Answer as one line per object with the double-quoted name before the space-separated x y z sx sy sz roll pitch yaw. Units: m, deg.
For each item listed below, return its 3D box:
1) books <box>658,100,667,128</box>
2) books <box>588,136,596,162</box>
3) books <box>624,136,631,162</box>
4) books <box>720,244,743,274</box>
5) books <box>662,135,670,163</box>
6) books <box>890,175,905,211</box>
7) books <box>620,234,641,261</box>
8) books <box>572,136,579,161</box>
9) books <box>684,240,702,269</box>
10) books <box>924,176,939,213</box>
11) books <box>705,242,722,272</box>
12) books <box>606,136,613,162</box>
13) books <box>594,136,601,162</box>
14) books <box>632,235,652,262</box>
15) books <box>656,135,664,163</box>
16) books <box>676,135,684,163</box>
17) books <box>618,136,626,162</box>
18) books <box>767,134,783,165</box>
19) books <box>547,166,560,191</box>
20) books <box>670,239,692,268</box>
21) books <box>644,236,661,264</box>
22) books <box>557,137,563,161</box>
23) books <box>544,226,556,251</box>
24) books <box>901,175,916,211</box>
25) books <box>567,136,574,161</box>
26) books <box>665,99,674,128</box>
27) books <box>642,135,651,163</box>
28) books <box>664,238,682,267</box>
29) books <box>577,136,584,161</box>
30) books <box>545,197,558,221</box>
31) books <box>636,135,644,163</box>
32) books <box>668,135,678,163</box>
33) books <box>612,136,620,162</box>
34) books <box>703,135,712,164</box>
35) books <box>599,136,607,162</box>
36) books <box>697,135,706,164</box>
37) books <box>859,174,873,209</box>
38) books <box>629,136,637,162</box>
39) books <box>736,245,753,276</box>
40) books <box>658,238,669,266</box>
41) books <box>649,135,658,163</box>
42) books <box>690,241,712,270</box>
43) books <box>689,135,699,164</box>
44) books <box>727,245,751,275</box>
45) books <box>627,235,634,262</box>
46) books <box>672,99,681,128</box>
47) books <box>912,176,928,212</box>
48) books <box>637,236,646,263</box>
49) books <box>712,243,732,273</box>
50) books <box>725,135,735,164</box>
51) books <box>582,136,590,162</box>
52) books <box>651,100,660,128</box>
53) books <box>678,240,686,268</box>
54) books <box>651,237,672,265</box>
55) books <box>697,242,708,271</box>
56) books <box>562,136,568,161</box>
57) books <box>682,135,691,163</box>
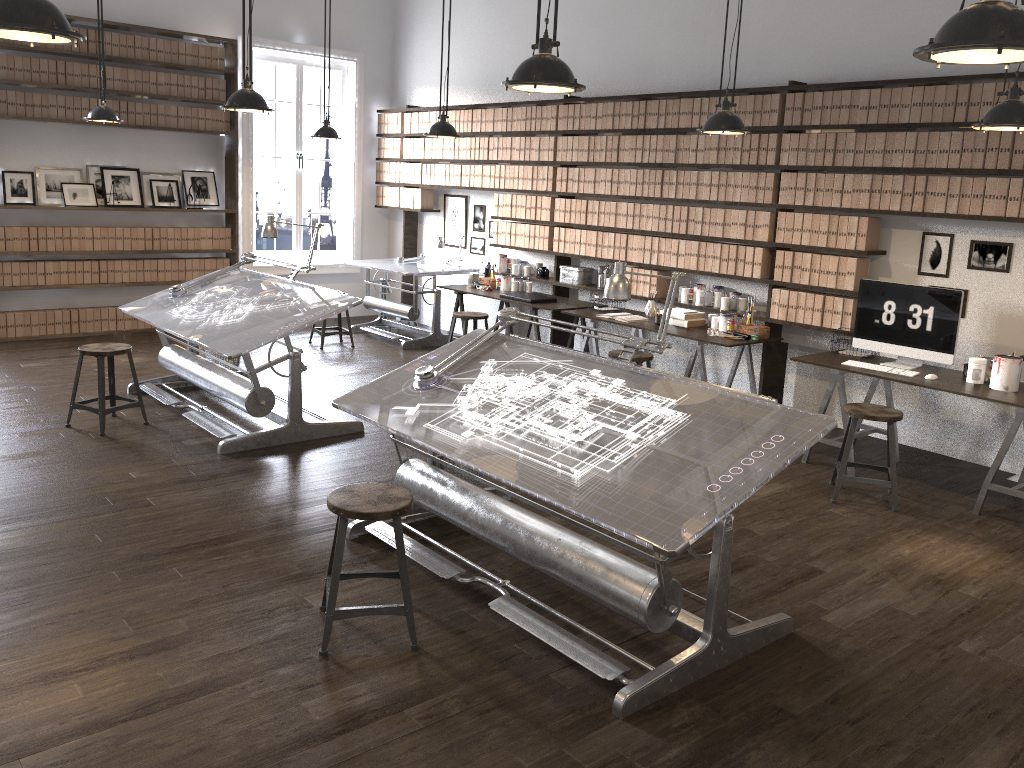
"books" 1.267 -2.170 7.148 0.175 0.223 0.067 -7 14 -40
"books" 0.759 -2.056 7.778 0.175 0.223 0.067 -7 14 -40
"books" 1.032 -1.970 7.456 0.175 0.223 0.067 -7 14 -40
"books" 1.682 -0.959 6.793 0.175 0.223 0.067 -7 14 -40
"books" 1.300 -1.886 7.143 0.175 0.223 0.067 -7 14 -40
"books" 2.531 -1.233 5.730 0.175 0.223 0.067 -7 14 -40
"books" 1.011 -1.168 7.570 0.175 0.224 0.067 -7 14 -40
"books" 0.630 -2.095 7.924 0.175 0.223 0.067 -7 14 -40
"books" 1.458 -1.029 7.053 0.175 0.223 0.067 -6 14 -40
"books" 2.676 -1.189 5.568 0.175 0.223 0.067 -7 14 -40
"books" 1.590 -0.988 6.900 0.175 0.223 0.067 -6 14 -40
"books" 0.896 -2.013 7.619 0.175 0.223 0.067 -6 14 -40
"books" 0.804 -2.042 7.725 0.175 0.223 0.067 -7 14 -40
"books" 1.103 -1.140 7.467 0.175 0.223 0.067 -7 14 -40
"books" 1.258 -1.899 7.190 0.175 0.223 0.067 -7 14 -40
"books" 1.389 -1.859 7.042 0.175 0.223 0.067 -6 14 -40
"books" 0.991 -1.983 7.507 0.175 0.223 0.067 -6 14 -40
"books" 1.931 -1.688 6.405 0.175 0.223 0.067 -6 14 -40
"books" 0.418 -1.898 8.208 0.175 0.223 0.067 -6 14 -40
"books" 1.368 -1.056 7.152 0.175 0.224 0.067 -7 14 -40
"books" 1.186 -1.112 7.363 0.175 0.223 0.067 -7 14 -40
"books" 0.497 -2.139 8.086 0.175 0.223 0.067 -7 14 -40
"books" 0.387 -1.363 8.299 0.175 0.224 0.067 -7 14 -40
"books" 2.580 -1.219 5.680 0.175 0.223 0.067 -7 14 -40
"books" 0.582 -2.110 7.977 0.175 0.224 0.067 -6 14 -40
"books" 1.315 -2.157 7.098 0.175 0.223 0.067 -6 14 -40
"books" 1.164 -1.928 7.300 0.175 0.223 0.067 -7 14 -40
"books" 1.326 -1.070 7.207 0.175 0.223 0.067 -6 14 -40
"books" 0.672 -2.083 7.878 0.175 0.223 0.067 -7 14 -40
"books" 0.401 -1.626 8.249 0.175 0.224 0.067 -7 14 -40
"books" 1.115 -1.942 7.352 0.175 0.223 0.067 -7 14 -40
"books" 1.339 -1.872 7.090 0.175 0.224 0.067 -6 14 -40
"books" 0.940 -1.998 7.559 0.175 0.224 0.067 -7 14 -40
"books" 1.564 -1.803 6.834 0.175 0.223 0.067 -6 14 -40
"books" 0.847 -2.027 7.669 0.175 0.223 0.067 -6 14 -40
"books" 1.523 -1.816 6.881 0.175 0.223 0.067 -6 14 -40
"books" 2.396 -1.275 5.886 0.175 0.224 0.067 -7 14 -40
"books" 1.069 -1.957 7.406 0.175 0.224 0.067 -6 14 -40
"books" 1.777 -0.929 6.682 0.175 0.223 0.067 -7 14 -40
"books" 1.283 -1.084 7.261 0.175 0.223 0.067 -6 14 -40
"books" 1.210 -1.913 7.243 0.175 0.224 0.067 -6 14 -40
"books" 1.497 -1.015 6.999 0.175 0.224 0.067 -7 14 -40
"books" 1.475 -1.830 6.934 0.175 0.224 0.067 -7 14 -40
"books" 1.726 -0.944 6.734 0.175 0.224 0.067 -6 14 -40
"books" 1.062 -1.153 7.518 0.175 0.223 0.067 -6 14 -40
"books" 1.358 -2.143 7.044 0.175 0.223 0.067 -6 14 -40
"books" 2.624 -1.204 5.620 0.175 0.224 0.067 -6 14 -40
"books" 1.140 -1.127 7.417 0.175 0.224 0.067 -6 14 -40
"books" 1.633 -0.973 6.844 0.175 0.223 0.067 -7 14 -40
"books" 1.697 -1.762 6.681 0.175 0.223 0.067 -6 14 -40
"books" 0.711 -2.069 7.825 0.175 0.224 0.067 -6 14 -40
"books" 1.218 -2.185 7.200 0.175 0.223 0.067 -7 14 -40
"books" 1.416 -1.041 7.099 0.175 0.223 0.067 -6 14 -40
"books" 1.235 -1.098 7.310 0.175 0.223 0.067 -7 14 -40
"books" 1.545 -1.002 6.953 0.175 0.223 0.067 -6 14 -40
"books" 0.540 -2.124 8.033 0.175 0.223 0.067 -7 14 -40
"books" 1.433 -1.845 6.989 0.175 0.223 0.067 -6 14 -40
